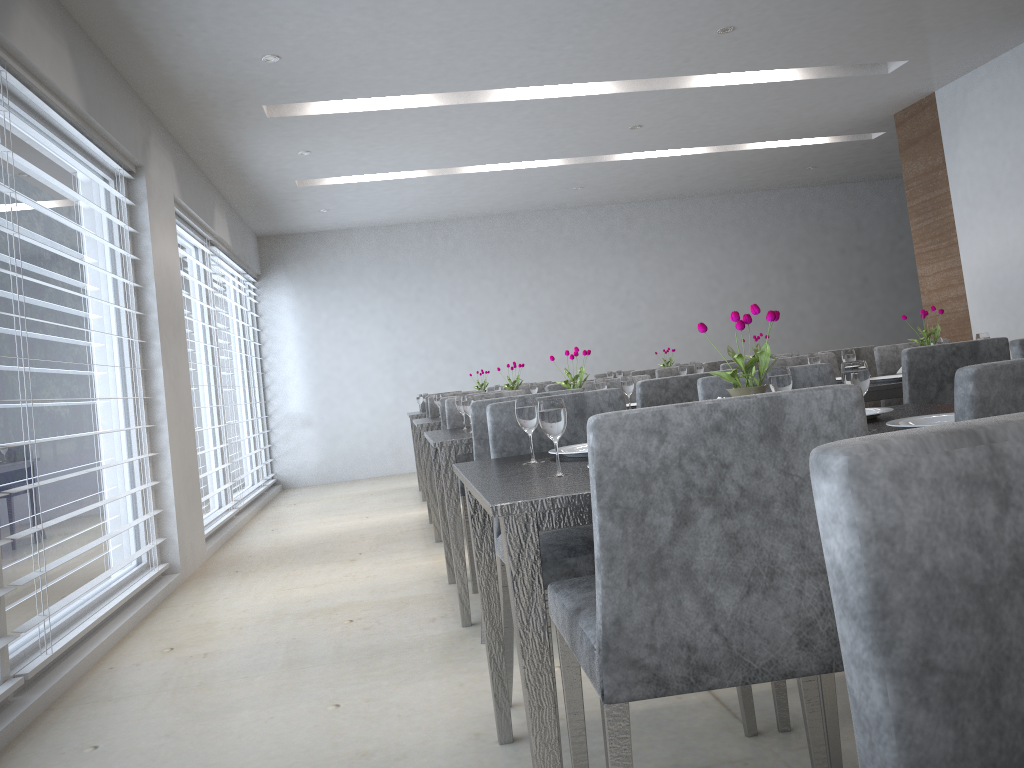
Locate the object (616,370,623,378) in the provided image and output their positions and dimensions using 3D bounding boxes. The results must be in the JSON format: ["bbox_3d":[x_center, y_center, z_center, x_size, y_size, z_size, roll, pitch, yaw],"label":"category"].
[{"bbox_3d":[0.849,-0.036,6.946,0.053,0.140,0.053,-10,-4,40],"label":"object"}]

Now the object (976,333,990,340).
[{"bbox_3d":[1.942,-0.139,3.632,0.053,0.140,0.053,-10,-4,40],"label":"object"}]

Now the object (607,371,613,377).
[{"bbox_3d":[0.808,-0.033,7.234,0.053,0.140,0.053,-10,-4,40],"label":"object"}]

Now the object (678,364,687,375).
[{"bbox_3d":[1.058,-0.049,5.456,0.053,0.140,0.053,-10,-4,40],"label":"object"}]

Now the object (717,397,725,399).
[{"bbox_3d":[0.427,0.074,1.772,0.070,0.100,0.202,-5,-2,-38],"label":"object"}]

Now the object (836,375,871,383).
[{"bbox_3d":[1.447,-0.020,3.845,0.215,0.015,0.217,-6,1,38],"label":"object"}]

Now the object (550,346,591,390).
[{"bbox_3d":[0.245,-0.006,3.462,0.155,0.278,0.103,-6,-4,-11],"label":"object"}]

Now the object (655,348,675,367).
[{"bbox_3d":[1.254,-0.154,7.130,0.155,0.278,0.103,-6,-4,-11],"label":"object"}]

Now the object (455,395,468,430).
[{"bbox_3d":[-0.197,0.115,3.570,0.053,0.140,0.053,-9,-4,34],"label":"object"}]

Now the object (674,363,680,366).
[{"bbox_3d":[1.376,-0.101,7.319,0.053,0.140,0.053,-10,-4,40],"label":"object"}]

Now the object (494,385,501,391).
[{"bbox_3d":[-0.112,0.077,7.096,0.053,0.140,0.053,-10,-4,40],"label":"object"}]

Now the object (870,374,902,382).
[{"bbox_3d":[1.500,-0.023,3.465,0.217,0.015,0.216,-7,0,-8],"label":"object"}]

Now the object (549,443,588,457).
[{"bbox_3d":[0.189,0.144,1.951,0.217,0.015,0.216,-7,0,-8],"label":"object"}]

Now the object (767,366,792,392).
[{"bbox_3d":[0.606,0.032,1.982,0.053,0.140,0.053,-9,-4,34],"label":"object"}]

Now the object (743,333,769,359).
[{"bbox_3d":[1.501,-0.170,5.373,0.155,0.278,0.103,-6,-4,-11],"label":"object"}]

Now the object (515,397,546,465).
[{"bbox_3d":[0.038,0.100,1.897,0.053,0.140,0.053,-9,-4,34],"label":"object"}]

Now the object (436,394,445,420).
[{"bbox_3d":[-0.393,0.127,4.968,0.053,0.140,0.053,-10,-4,40],"label":"object"}]

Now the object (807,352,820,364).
[{"bbox_3d":[1.294,-0.064,3.776,0.053,0.140,0.053,-10,-4,40],"label":"object"}]

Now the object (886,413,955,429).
[{"bbox_3d":[0.818,0.072,1.657,0.217,0.015,0.216,-7,0,-8],"label":"object"}]

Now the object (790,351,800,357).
[{"bbox_3d":[1.706,-0.125,5.311,0.053,0.140,0.053,-10,-4,40],"label":"object"}]

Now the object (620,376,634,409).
[{"bbox_3d":[0.451,0.039,3.425,0.053,0.140,0.053,-9,-4,34],"label":"object"}]

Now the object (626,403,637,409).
[{"bbox_3d":[0.530,0.090,3.708,0.217,0.015,0.216,-7,0,-8],"label":"object"}]

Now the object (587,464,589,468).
[{"bbox_3d":[0.242,0.141,1.571,0.217,0.015,0.216,-7,0,-8],"label":"object"}]

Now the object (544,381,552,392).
[{"bbox_3d":[0.215,0.054,5.112,0.053,0.140,0.053,-10,-4,40],"label":"object"}]

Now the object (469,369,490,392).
[{"bbox_3d":[-0.239,0.024,6.906,0.155,0.278,0.103,-6,-4,-11],"label":"object"}]

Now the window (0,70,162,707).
[{"bbox_3d":[-1.445,-0.102,0.950,0.159,2.079,7.073,-6,0,-8],"label":"window"}]

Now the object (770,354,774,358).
[{"bbox_3d":[1.626,-0.117,5.541,0.053,0.140,0.053,-10,-4,40],"label":"object"}]

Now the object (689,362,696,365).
[{"bbox_3d":[1.456,-0.109,7.090,0.053,0.140,0.053,-10,-4,40],"label":"object"}]

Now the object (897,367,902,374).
[{"bbox_3d":[1.686,-0.090,3.666,0.070,0.100,0.202,-5,-2,-38],"label":"object"}]

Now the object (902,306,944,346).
[{"bbox_3d":[1.738,-0.185,3.686,0.155,0.278,0.103,-6,-4,-11],"label":"object"}]

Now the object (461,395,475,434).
[{"bbox_3d":[-0.156,0.112,3.282,0.053,0.140,0.053,-9,-4,34],"label":"object"}]

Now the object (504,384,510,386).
[{"bbox_3d":[-0.032,0.069,6.866,0.053,0.140,0.053,-10,-4,40],"label":"object"}]

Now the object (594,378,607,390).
[{"bbox_3d":[0.371,0.047,3.655,0.053,0.140,0.053,-9,-4,34],"label":"object"}]

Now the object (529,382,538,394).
[{"bbox_3d":[0.134,0.062,5.341,0.053,0.140,0.053,-10,-4,40],"label":"object"}]

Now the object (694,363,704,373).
[{"bbox_3d":[1.098,-0.051,5.168,0.053,0.140,0.053,-10,-4,40],"label":"object"}]

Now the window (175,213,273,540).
[{"bbox_3d":[-2.276,-0.050,6.869,0.159,2.080,3.644,-6,-1,-8],"label":"window"}]

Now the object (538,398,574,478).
[{"bbox_3d":[0.079,0.097,1.609,0.053,0.140,0.053,-10,-4,40],"label":"object"}]

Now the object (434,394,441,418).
[{"bbox_3d":[-0.434,0.130,5.256,0.053,0.140,0.053,-10,-4,40],"label":"object"}]

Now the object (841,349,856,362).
[{"bbox_3d":[1.334,-0.066,3.488,0.053,0.140,0.053,-9,-4,34],"label":"object"}]

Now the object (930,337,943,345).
[{"bbox_3d":[1.862,-0.132,3.861,0.053,0.140,0.053,-10,-4,40],"label":"object"}]

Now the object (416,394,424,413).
[{"bbox_3d":[-0.697,0.150,6.712,0.053,0.140,0.053,-10,-4,40],"label":"object"}]

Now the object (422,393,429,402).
[{"bbox_3d":[-0.680,0.145,7.011,0.053,0.140,0.053,-10,-4,40],"label":"object"}]

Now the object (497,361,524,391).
[{"bbox_3d":[0.008,0.009,5.150,0.155,0.278,0.103,-6,-4,-11],"label":"object"}]

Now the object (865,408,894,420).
[{"bbox_3d":[0.764,0.075,2.037,0.217,0.015,0.216,-7,0,-8],"label":"object"}]

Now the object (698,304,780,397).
[{"bbox_3d":[0.480,-0.021,1.792,0.155,0.278,0.103,-6,-4,-11],"label":"object"}]
